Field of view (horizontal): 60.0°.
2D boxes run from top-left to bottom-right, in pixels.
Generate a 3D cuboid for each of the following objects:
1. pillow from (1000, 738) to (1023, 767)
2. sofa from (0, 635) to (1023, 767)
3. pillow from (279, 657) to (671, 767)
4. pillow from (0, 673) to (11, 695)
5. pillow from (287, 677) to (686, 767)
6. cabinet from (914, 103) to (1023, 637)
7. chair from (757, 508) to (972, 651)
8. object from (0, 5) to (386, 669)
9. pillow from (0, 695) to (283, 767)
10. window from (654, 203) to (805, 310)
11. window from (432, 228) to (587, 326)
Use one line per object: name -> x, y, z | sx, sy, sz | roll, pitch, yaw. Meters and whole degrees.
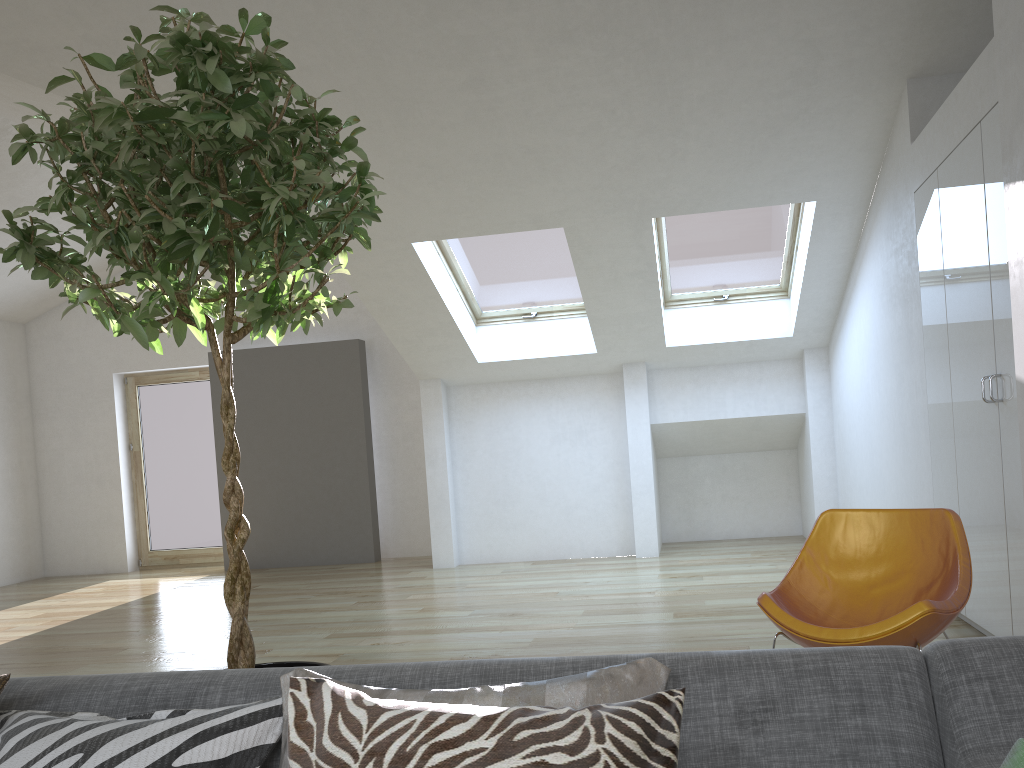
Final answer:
pillow -> 0.490, 0.563, 0.937 | 0.233, 0.261, 0.433 | -4, -3, 12
sofa -> -0.428, 0.811, 1.187 | 2.520, 0.684, 1.002 | -5, -3, 8
pillow -> -0.085, 0.598, 1.312 | 0.657, 0.319, 0.257 | -5, -1, 9
pillow -> -1.162, 0.677, 1.456 | 0.587, 0.338, 0.304 | -5, -2, 18
pillow -> -0.053, 0.558, 1.135 | 0.569, 0.341, 0.275 | -5, -1, 12
cabinet -> 2.059, 0.055, 3.873 | 0.123, 2.243, 1.756 | -4, -1, 11
chair -> 1.250, 0.821, 3.115 | 0.655, 0.723, 0.718 | -5, -2, 40
object -> -0.650, 0.213, 1.951 | 0.824, 2.021, 0.789 | -4, 0, -12
pillow -> -0.648, 0.664, 1.343 | 0.573, 0.283, 0.350 | -5, -2, 9
window -> 1.640, -1.011, 6.768 | 1.506, 0.728, 1.862 | -5, -4, 10
window -> 0.036, -0.882, 6.984 | 1.506, 0.728, 1.862 | -5, -4, 10
